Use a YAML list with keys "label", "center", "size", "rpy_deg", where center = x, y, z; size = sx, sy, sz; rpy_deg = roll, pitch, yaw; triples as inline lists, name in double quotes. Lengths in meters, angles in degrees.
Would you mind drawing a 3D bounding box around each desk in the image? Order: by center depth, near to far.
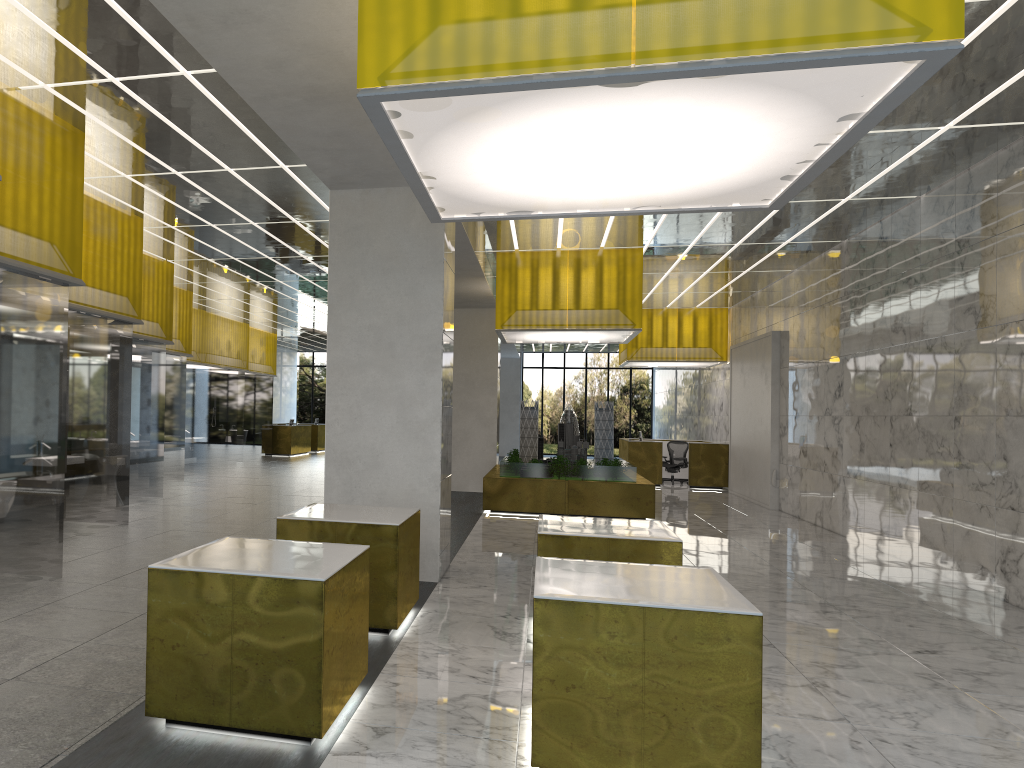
- label: "desk"
  center: [5.467, 2.716, 29.573]
  size: [3.198, 1.508, 3.537]
  rpy_deg: [1, -2, 8]
- label: "desk"
  center: [-12.261, 2.840, 43.811]
  size: [3.198, 1.508, 3.537]
  rpy_deg: [1, -2, 8]
- label: "desk"
  center: [-12.071, 3.021, 48.674]
  size: [3.198, 1.508, 3.537]
  rpy_deg: [1, -2, 8]

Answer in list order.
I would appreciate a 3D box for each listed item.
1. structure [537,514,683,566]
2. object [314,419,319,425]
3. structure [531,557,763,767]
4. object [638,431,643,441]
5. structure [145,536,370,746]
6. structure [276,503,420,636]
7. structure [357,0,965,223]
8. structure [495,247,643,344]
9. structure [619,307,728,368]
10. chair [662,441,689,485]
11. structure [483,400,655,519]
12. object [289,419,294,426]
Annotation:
- label: "structure"
  center: [0.925, 2.038, 8.714]
  size: [1.357, 1.173, 1.466]
  rpy_deg: [1, -2, 8]
- label: "object"
  center: [-11.193, 2.314, 48.478]
  size: [0.546, 0.667, 0.763]
  rpy_deg: [1, -2, 6]
- label: "structure"
  center: [0.813, 1.931, 5.835]
  size: [1.357, 1.173, 1.466]
  rpy_deg: [1, -2, 8]
- label: "object"
  center: [4.611, 1.987, 29.835]
  size: [0.546, 0.667, 0.762]
  rpy_deg: [1, -2, 7]
- label: "structure"
  center: [-1.881, 1.897, 6.552]
  size: [1.357, 1.173, 1.466]
  rpy_deg: [1, -2, 8]
- label: "structure"
  center: [-1.769, 2.004, 9.425]
  size: [1.357, 1.173, 1.466]
  rpy_deg: [1, -2, 8]
- label: "structure"
  center: [0.738, -2.748, 6.296]
  size: [3.238, 2.268, 3.292]
  rpy_deg: [1, -2, 8]
- label: "structure"
  center: [1.283, -2.229, 20.288]
  size: [3.238, 2.268, 3.292]
  rpy_deg: [1, -2, 8]
- label: "structure"
  center: [5.492, -1.795, 29.671]
  size: [3.239, 2.268, 3.163]
  rpy_deg: [1, -2, 9]
- label: "chair"
  center: [5.586, 2.706, 29.393]
  size: [1.190, 1.493, 0.972]
  rpy_deg: [0, -2, 33]
- label: "structure"
  center: [1.327, 1.702, 21.509]
  size: [3.838, 2.570, 5.236]
  rpy_deg: [1, -2, 7]
- label: "object"
  center: [-11.384, 2.131, 43.572]
  size: [0.546, 0.667, 0.762]
  rpy_deg: [1, -2, 7]
